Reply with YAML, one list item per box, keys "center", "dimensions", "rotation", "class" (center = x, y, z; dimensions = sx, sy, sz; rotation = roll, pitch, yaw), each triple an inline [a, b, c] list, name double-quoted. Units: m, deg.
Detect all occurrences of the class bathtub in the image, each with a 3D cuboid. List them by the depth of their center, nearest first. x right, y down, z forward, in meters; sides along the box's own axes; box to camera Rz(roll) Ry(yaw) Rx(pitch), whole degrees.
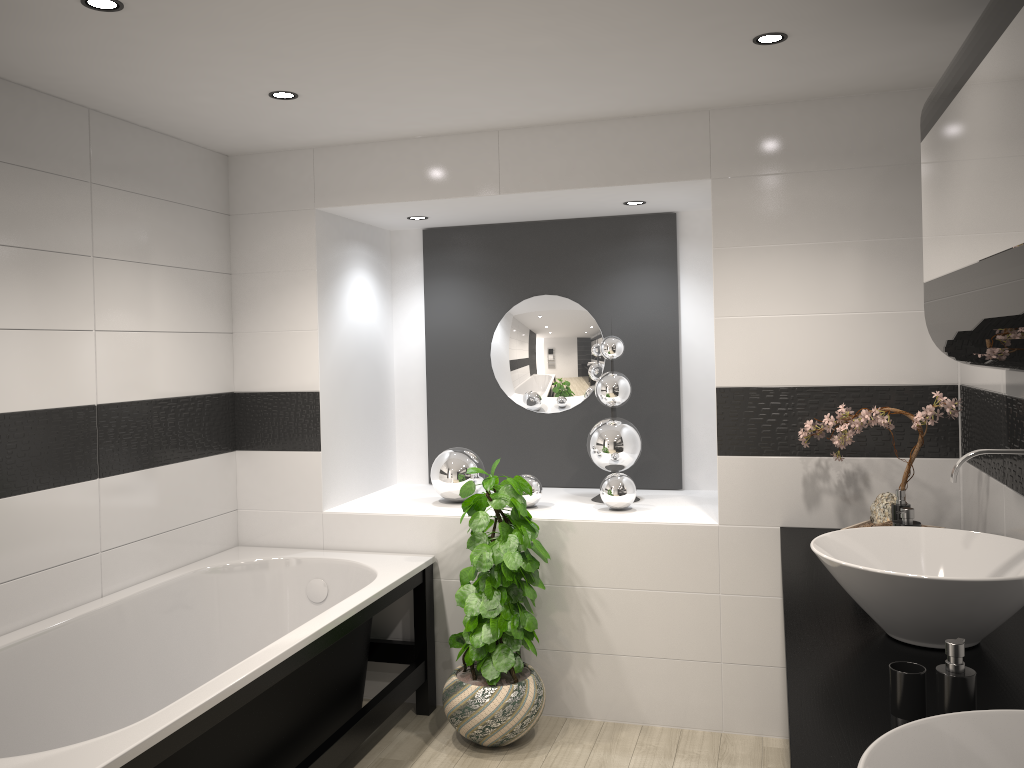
- center: [-1.116, 1.148, 3.020]
  dimensions: [1.008, 0.676, 2.181]
  rotation: [-1, 2, 16]
  class: "bathtub"

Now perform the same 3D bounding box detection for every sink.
- center: [0.674, 0.570, 0.957]
  dimensions: [0.559, 0.212, 0.560]
  rotation: [-2, 2, -5]
  class: "sink"
- center: [1.033, 0.512, 2.185]
  dimensions: [0.560, 0.212, 0.559]
  rotation: [-3, 2, -30]
  class: "sink"

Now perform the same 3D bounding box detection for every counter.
- center: [0.840, 0.692, 1.585]
  dimensions: [0.655, 0.084, 3.848]
  rotation: [-1, 2, 16]
  class: "counter"

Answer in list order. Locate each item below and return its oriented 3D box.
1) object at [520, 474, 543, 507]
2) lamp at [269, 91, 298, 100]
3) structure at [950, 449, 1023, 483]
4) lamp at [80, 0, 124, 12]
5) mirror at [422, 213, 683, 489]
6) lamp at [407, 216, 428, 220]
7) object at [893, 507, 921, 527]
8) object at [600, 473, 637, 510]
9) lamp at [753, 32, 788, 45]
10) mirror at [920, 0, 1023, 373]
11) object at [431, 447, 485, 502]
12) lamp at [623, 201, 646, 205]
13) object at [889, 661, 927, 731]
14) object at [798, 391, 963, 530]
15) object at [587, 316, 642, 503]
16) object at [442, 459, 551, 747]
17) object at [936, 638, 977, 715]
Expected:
- center: [0.065, 0.491, 4.073]
  dimensions: [0.150, 0.150, 0.150]
  rotation: [-1, 2, 30]
  class: "object"
- center: [-0.837, -1.057, 3.247]
  dimensions: [0.105, 0.004, 0.105]
  rotation: [-3, 3, -29]
  class: "lamp"
- center: [1.198, 0.185, 2.130]
  dimensions: [0.259, 0.108, 0.367]
  rotation: [-1, 2, 16]
  class: "structure"
- center: [-1.094, -1.016, 2.368]
  dimensions: [0.105, 0.004, 0.105]
  rotation: [-3, 3, -29]
  class: "lamp"
- center: [0.178, -0.155, 4.609]
  dimensions: [1.360, 1.382, 0.078]
  rotation: [-1, 1, 16]
  class: "mirror"
- center: [-0.472, -0.830, 4.434]
  dimensions: [0.105, 0.004, 0.106]
  rotation: [-1, 2, 1]
  class: "lamp"
- center: [1.192, 0.486, 2.674]
  dimensions: [0.079, 0.220, 0.079]
  rotation: [-1, 1, 6]
  class: "object"
- center: [0.474, 0.479, 3.961]
  dimensions: [0.163, 0.163, 0.163]
  rotation: [-1, 2, 30]
  class: "object"
- center: [0.805, -1.077, 2.766]
  dimensions: [0.105, 0.004, 0.106]
  rotation: [0, 3, 31]
  class: "lamp"
- center: [0.984, -0.436, 1.451]
  dimensions: [0.258, 0.901, 2.616]
  rotation: [-1, 2, 16]
  class: "mirror"
- center: [-0.260, 0.436, 4.263]
  dimensions: [0.260, 0.261, 0.261]
  rotation: [-1, 2, 29]
  class: "object"
- center: [0.571, -0.843, 4.129]
  dimensions: [0.105, 0.004, 0.105]
  rotation: [-2, 2, -17]
  class: "lamp"
- center: [0.725, 0.585, 1.621]
  dimensions: [0.063, 0.134, 0.063]
  rotation: [-2, 1, -39]
  class: "object"
- center: [1.311, 0.299, 3.167]
  dimensions: [0.261, 0.560, 0.628]
  rotation: [-2, 2, -44]
  class: "object"
- center: [0.483, 0.102, 4.222]
  dimensions: [0.260, 0.897, 0.261]
  rotation: [-1, 1, 29]
  class: "object"
- center: [-0.074, 0.871, 3.600]
  dimensions: [0.438, 1.131, 0.418]
  rotation: [-2, 1, -33]
  class: "object"
- center: [0.770, 0.550, 1.535]
  dimensions: [0.063, 0.208, 0.063]
  rotation: [-1, 1, -4]
  class: "object"
